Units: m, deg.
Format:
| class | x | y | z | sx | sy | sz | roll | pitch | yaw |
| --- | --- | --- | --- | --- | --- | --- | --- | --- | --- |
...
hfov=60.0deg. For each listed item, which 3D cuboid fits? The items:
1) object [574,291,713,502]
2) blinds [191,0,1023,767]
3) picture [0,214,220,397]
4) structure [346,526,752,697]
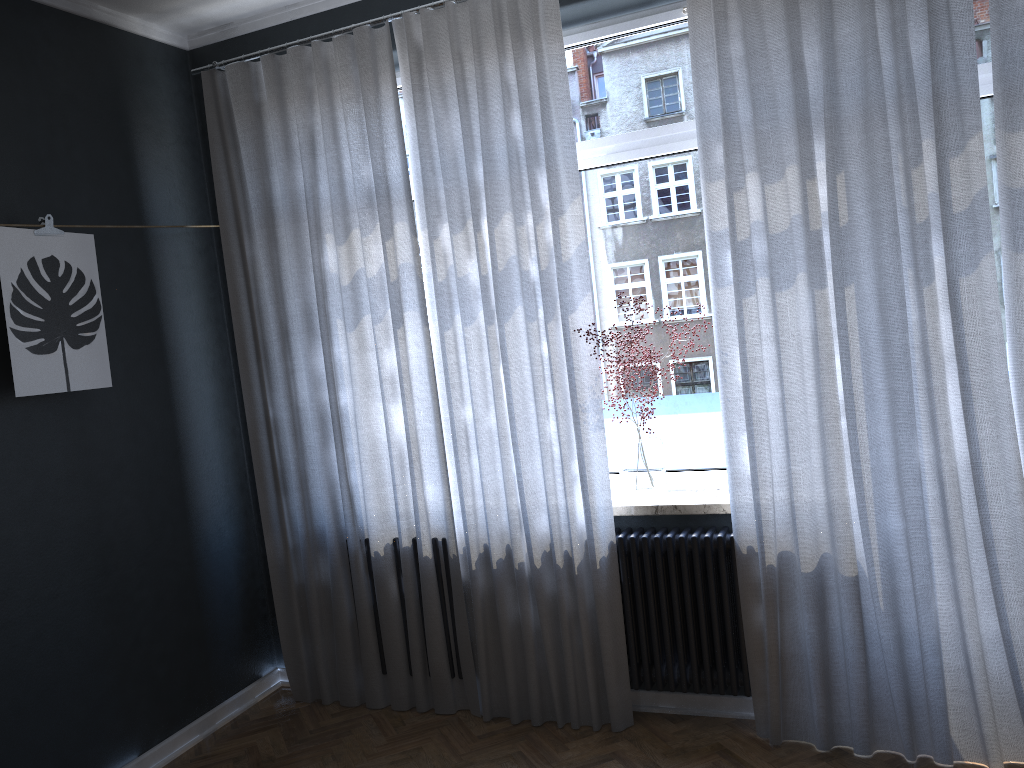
| class | x | y | z | sx | sy | sz | roll | pitch | yaw |
| --- | --- | --- | --- | --- | --- | --- | --- | --- | --- |
| object | 0.484 | 0.053 | 3.348 | 0.514 | 0.810 | 0.598 | -7 | 5 | -3 |
| blinds | 0.660 | -0.111 | 3.155 | 3.994 | 2.793 | 0.312 | -5 | 5 | 23 |
| picture | -2.070 | -0.099 | 1.992 | 0.058 | 0.772 | 4.449 | -4 | 5 | 23 |
| structure | 0.158 | 0.881 | 3.570 | 1.847 | 0.601 | 0.215 | -5 | 5 | 23 |
